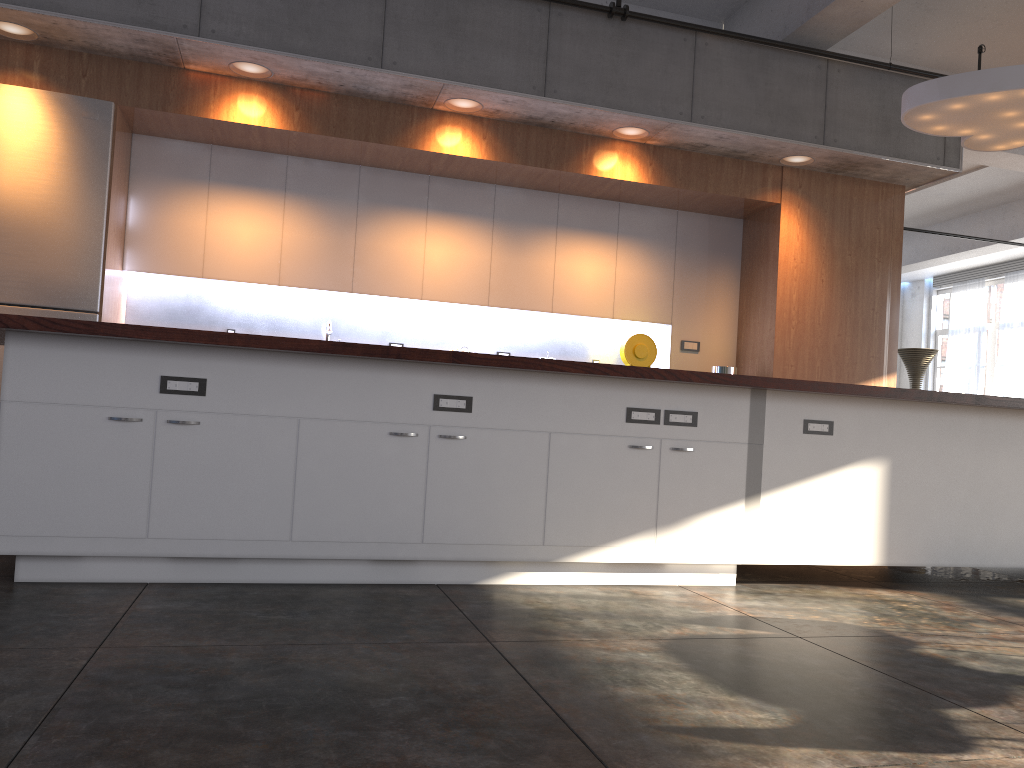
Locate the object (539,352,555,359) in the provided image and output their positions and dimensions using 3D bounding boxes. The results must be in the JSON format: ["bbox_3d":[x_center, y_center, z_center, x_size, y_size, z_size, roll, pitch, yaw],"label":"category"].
[{"bbox_3d":[0.261,-0.137,6.636,0.146,0.209,0.059,4,-2,-16],"label":"object"}]

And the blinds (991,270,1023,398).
[{"bbox_3d":[8.323,-0.262,14.653,0.319,3.711,1.013,4,-2,-16],"label":"blinds"}]

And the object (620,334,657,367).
[{"bbox_3d":[0.942,-0.181,6.571,0.278,0.381,0.098,4,-2,-17],"label":"object"}]

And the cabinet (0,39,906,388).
[{"bbox_3d":[-1.250,-0.512,6.757,8.204,2.561,2.352,4,-2,-17],"label":"cabinet"}]

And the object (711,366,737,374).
[{"bbox_3d":[1.584,-0.040,6.627,0.187,0.170,0.194,2,-3,33],"label":"object"}]

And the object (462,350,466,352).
[{"bbox_3d":[-4.883,-1.630,4.372,10.062,2.163,0.058,5,-2,-23],"label":"object"}]

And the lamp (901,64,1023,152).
[{"bbox_3d":[2.905,-1.622,5.307,0.989,0.130,1.100,2,-3,31],"label":"lamp"}]

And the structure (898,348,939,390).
[{"bbox_3d":[6.497,0.613,14.303,0.685,2.325,0.742,4,-2,-16],"label":"structure"}]

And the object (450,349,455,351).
[{"bbox_3d":[-0.422,-0.216,6.272,0.050,0.059,0.060,3,-2,19],"label":"object"}]

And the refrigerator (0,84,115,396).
[{"bbox_3d":[-2.883,-0.592,5.086,0.969,2.189,0.217,4,-2,-19],"label":"refrigerator"}]

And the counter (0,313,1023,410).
[{"bbox_3d":[0.177,0.414,4.249,6.736,0.970,1.129,4,-3,-17],"label":"counter"}]

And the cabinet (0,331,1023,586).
[{"bbox_3d":[0.769,0.486,4.416,5.716,0.929,0.911,4,-2,-17],"label":"cabinet"}]

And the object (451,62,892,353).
[{"bbox_3d":[-6.875,-0.047,5.905,13.247,1.214,0.945,4,-2,-6],"label":"object"}]

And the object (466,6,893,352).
[{"bbox_3d":[-0.303,-0.206,6.216,0.052,0.060,0.058,3,-2,7],"label":"object"}]

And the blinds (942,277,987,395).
[{"bbox_3d":[8.010,-0.233,15.788,0.343,3.695,1.022,4,-2,-18],"label":"blinds"}]
